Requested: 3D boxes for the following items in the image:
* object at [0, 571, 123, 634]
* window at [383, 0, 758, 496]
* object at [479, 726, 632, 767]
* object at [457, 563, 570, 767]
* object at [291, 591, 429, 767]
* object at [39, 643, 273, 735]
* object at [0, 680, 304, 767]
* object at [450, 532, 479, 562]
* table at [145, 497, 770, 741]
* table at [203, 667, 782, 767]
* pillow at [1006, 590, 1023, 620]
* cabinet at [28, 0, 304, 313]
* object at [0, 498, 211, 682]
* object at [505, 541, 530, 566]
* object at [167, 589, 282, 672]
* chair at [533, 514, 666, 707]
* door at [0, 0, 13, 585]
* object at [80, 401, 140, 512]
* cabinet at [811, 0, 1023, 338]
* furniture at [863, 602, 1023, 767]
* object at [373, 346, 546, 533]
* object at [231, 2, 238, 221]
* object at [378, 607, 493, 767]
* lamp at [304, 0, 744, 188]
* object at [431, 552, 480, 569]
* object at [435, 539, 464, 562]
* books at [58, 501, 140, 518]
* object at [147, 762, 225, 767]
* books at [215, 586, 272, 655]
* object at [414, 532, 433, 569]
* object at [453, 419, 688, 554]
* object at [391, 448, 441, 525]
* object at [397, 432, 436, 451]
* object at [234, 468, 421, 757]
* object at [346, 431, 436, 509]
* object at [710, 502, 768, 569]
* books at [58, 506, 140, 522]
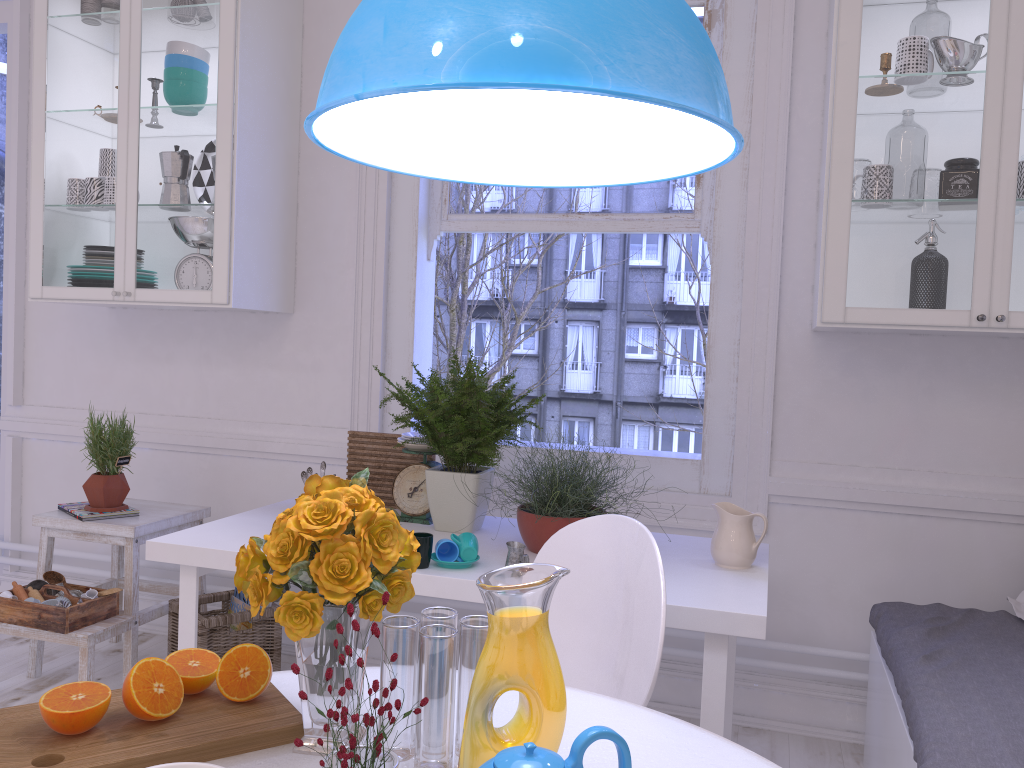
[{"bbox_3d":[-1.396,0.668,2.732,0.358,0.110,0.211,3,3,19],"label":"object"},{"bbox_3d":[0.181,-0.562,3.076,1.234,1.782,0.181,3,3,16],"label":"window"},{"bbox_3d":[0.022,0.410,0.842,0.156,0.151,0.150,3,3,20],"label":"object"},{"bbox_3d":[0.005,0.344,1.018,0.094,0.267,0.116,5,3,43],"label":"object"},{"bbox_3d":[-0.143,0.334,0.860,0.128,0.287,0.128,3,3,18],"label":"object"},{"bbox_3d":[-0.468,0.391,1.170,0.285,0.075,0.129,1,3,-37],"label":"object"},{"bbox_3d":[-0.469,0.440,1.146,0.347,0.024,0.224,1,3,-33],"label":"object"},{"bbox_3d":[-0.114,0.392,2.130,0.069,0.059,0.082,2,2,-6],"label":"object"},{"bbox_3d":[-0.111,0.734,2.395,1.514,0.619,0.736,3,3,16],"label":"table"},{"bbox_3d":[-0.167,0.792,0.868,1.140,0.629,1.140,0,3,-45],"label":"table"},{"bbox_3d":[1.559,0.330,2.170,0.374,0.642,0.677,2,3,-13],"label":"pillow"},{"bbox_3d":[-1.225,-0.928,3.131,0.823,1.311,0.425,3,3,16],"label":"cabinet"},{"bbox_3d":[-1.354,0.701,2.936,0.418,0.534,0.599,3,3,16],"label":"object"},{"bbox_3d":[0.015,0.409,2.084,0.066,0.067,0.052,3,3,17],"label":"object"},{"bbox_3d":[-0.945,0.853,2.913,0.276,0.270,0.276,0,3,-40],"label":"object"},{"bbox_3d":[-0.013,0.663,1.545,0.483,0.845,0.604,1,3,-28],"label":"chair"},{"bbox_3d":[-2.369,-0.373,4.293,1.009,2.474,1.021,3,3,16],"label":"door"},{"bbox_3d":[-1.330,0.232,2.938,0.186,0.367,0.196,1,3,-29],"label":"object"},{"bbox_3d":[1.283,-0.791,2.388,0.823,1.311,0.425,3,3,16],"label":"cabinet"},{"bbox_3d":[0.869,0.896,0.865,0.769,0.508,3.296,3,3,16],"label":"furniture"},{"bbox_3d":[-0.158,0.152,2.520,0.438,0.527,0.368,3,3,17],"label":"object"},{"bbox_3d":[-1.219,-0.929,3.152,0.811,0.651,0.376,3,3,16],"label":"object"},{"bbox_3d":[-0.091,0.378,1.074,0.122,0.186,0.101,0,3,-43],"label":"object"},{"bbox_3d":[0.056,-1.283,1.136,0.568,1.948,0.568,0,3,-39],"label":"lamp"},{"bbox_3d":[-0.138,0.423,2.129,0.121,0.021,0.121,1,3,-33],"label":"object"},{"bbox_3d":[-0.152,0.397,2.129,0.069,0.058,0.080,2,2,-11],"label":"object"},{"bbox_3d":[-1.386,0.416,2.971,0.180,0.007,0.246,0,3,-44],"label":"books"},{"bbox_3d":[-0.347,0.442,0.898,0.147,0.052,0.147,1,3,-31],"label":"object"},{"bbox_3d":[-0.933,0.819,2.919,0.205,0.306,0.221,0,3,-40],"label":"books"},{"bbox_3d":[-0.220,0.394,2.087,0.055,0.077,0.070,5,3,42],"label":"object"},{"bbox_3d":[0.153,0.272,2.330,0.668,0.367,0.531,5,3,41],"label":"object"},{"bbox_3d":[-0.270,0.302,2.678,0.159,0.208,0.185,3,3,16],"label":"object"},{"bbox_3d":[-0.266,0.175,2.684,0.163,0.047,0.164,1,3,-24],"label":"object"},{"bbox_3d":[-0.230,0.288,1.122,0.234,0.351,0.235,2,3,-19],"label":"object"},{"bbox_3d":[-0.388,0.277,2.824,0.294,0.237,0.028,3,3,16],"label":"object"},{"bbox_3d":[0.568,0.383,2.243,0.127,0.152,0.115,2,2,-1],"label":"object"},{"bbox_3d":[-1.386,0.425,2.971,0.180,0.011,0.246,0,3,-44],"label":"books"}]
